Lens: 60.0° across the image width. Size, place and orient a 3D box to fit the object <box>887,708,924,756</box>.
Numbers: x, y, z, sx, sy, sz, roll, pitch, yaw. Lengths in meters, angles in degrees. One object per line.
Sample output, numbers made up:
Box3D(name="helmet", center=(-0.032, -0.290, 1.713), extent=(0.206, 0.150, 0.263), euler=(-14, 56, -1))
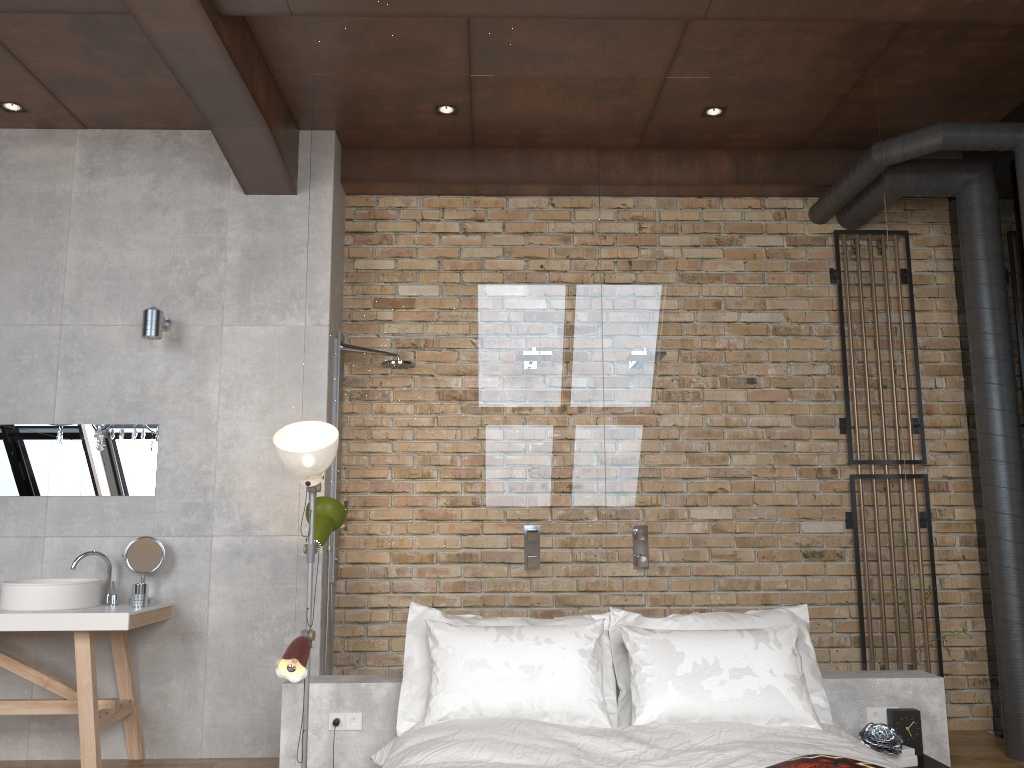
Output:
Box3D(name="object", center=(1.645, 1.456, 3.711), extent=(0.116, 0.178, 0.067), euler=(0, -9, 1))

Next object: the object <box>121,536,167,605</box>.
Box3D(name="object", center=(-1.870, 0.945, 4.502), extent=(0.118, 0.338, 0.192), euler=(-9, -13, 44))

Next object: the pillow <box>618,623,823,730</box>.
Box3D(name="pillow", center=(0.808, 1.154, 3.494), extent=(0.748, 0.385, 0.291), euler=(0, -9, -2))

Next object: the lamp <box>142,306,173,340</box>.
Box3D(name="lamp", center=(-1.880, -0.312, 4.709), extent=(0.101, 0.168, 0.243), euler=(0, -9, -1))

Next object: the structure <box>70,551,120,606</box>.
Box3D(name="structure", center=(-2.082, 0.977, 4.474), extent=(0.242, 0.268, 0.141), euler=(1, -9, -7))

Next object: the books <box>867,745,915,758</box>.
Box3D(name="books", center=(1.485, 1.469, 3.574), extent=(0.184, 0.030, 0.175), euler=(3, -10, -17))

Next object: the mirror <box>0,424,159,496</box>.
Box3D(name="mirror", center=(-2.799, 0.401, 4.672), extent=(1.838, 0.377, 0.007), euler=(0, -9, -1))

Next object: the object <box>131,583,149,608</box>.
Box3D(name="object", center=(-1.815, 1.031, 4.326), extent=(0.073, 0.111, 0.073), euler=(1, -9, -9))

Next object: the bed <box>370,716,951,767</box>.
Box3D(name="bed", center=(0.599, 1.357, 2.659), extent=(2.300, 0.442, 2.169), euler=(0, -9, -1))

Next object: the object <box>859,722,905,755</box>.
Box3D(name="object", center=(1.467, 1.406, 3.521), extent=(0.170, 0.094, 0.160), euler=(-2, -9, 10))

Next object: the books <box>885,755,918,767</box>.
Box3D(name="books", center=(1.478, 1.503, 3.569), extent=(0.203, 0.040, 0.193), euler=(3, -10, -20))

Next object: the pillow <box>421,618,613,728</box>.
Box3D(name="pillow", center=(0.015, 1.132, 3.475), extent=(0.744, 0.397, 0.276), euler=(0, -9, -2))

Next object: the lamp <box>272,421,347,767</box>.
Box3D(name="lamp", center=(-0.846, 0.945, 3.634), extent=(0.270, 1.582, 0.561), euler=(0, -9, -5))

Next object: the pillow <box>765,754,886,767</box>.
Box3D(name="pillow", center=(0.743, 1.050, 2.203), extent=(0.748, 0.157, 0.453), euler=(8, -12, -41))

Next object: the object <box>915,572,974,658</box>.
Box3D(name="object", center=(2.260, 1.350, 4.766), extent=(0.228, 1.117, 0.517), euler=(5, -11, -31))

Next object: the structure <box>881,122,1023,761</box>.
Box3D(name="structure", center=(2.254, 0.309, 4.651), extent=(0.829, 3.140, 1.189), euler=(0, -9, -1))

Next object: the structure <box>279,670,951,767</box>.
Box3D(name="structure", center=(0.441, 1.522, 3.832), extent=(2.820, 0.494, 0.206), euler=(0, -9, -1))

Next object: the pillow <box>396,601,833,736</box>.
Box3D(name="pillow", center=(0.418, 1.165, 3.650), extent=(1.746, 0.517, 0.358), euler=(0, -9, -2))

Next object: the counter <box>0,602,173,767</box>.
Box3D(name="counter", center=(-2.749, 1.466, 4.247), extent=(2.011, 0.765, 0.630), euler=(0, -9, -1))

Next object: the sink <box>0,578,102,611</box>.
Box3D(name="sink", center=(-2.249, 1.025, 4.331), extent=(0.442, 0.128, 0.445), euler=(7, -12, -37))

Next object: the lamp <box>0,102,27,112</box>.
Box3D(name="lamp", center=(-2.661, -1.486, 4.724), extent=(0.115, 0.027, 0.113), euler=(0, -9, -1))
